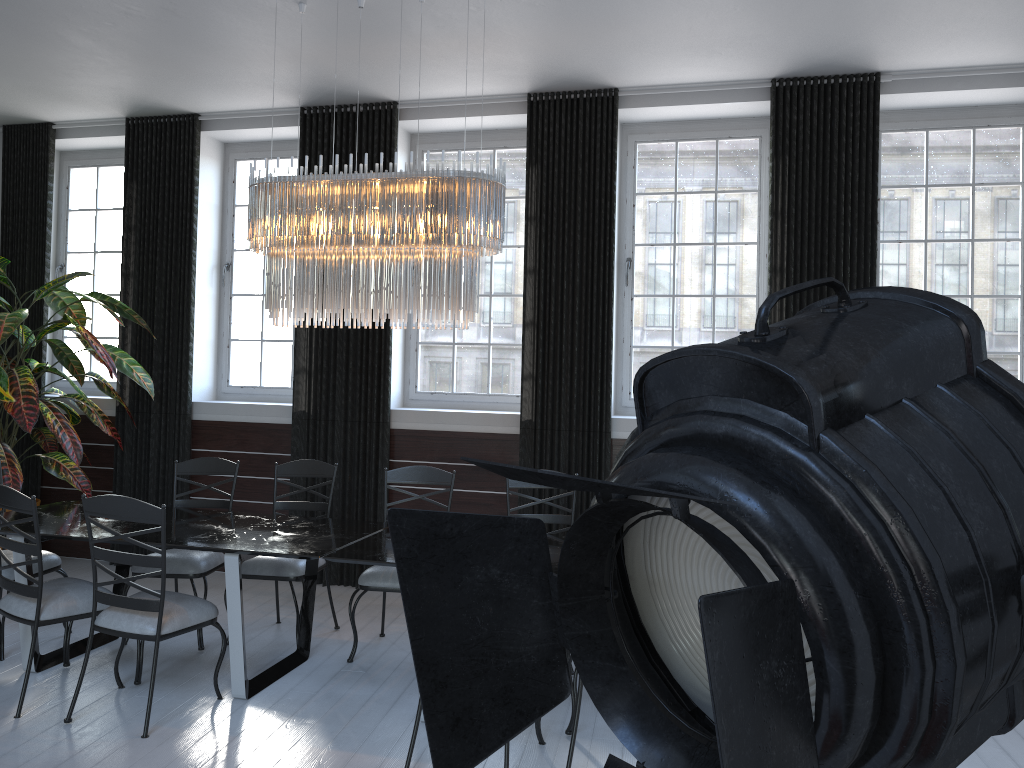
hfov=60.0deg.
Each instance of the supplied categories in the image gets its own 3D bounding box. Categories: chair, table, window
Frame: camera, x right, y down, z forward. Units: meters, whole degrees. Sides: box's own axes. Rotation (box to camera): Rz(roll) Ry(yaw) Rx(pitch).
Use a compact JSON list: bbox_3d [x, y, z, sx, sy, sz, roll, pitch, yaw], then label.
[{"bbox_3d":[-1.784,0.908,4.879,0.496,0.965,0.503,1,-1,11],"label":"chair"},{"bbox_3d":[0.267,1.097,3.895,1.996,0.697,0.890,2,0,14],"label":"table"},{"bbox_3d":[-1.238,0.921,4.887,0.496,0.965,0.503,1,-1,18],"label":"chair"},{"bbox_3d":[-2.684,0.889,4.672,0.503,0.965,0.496,1,-1,16],"label":"chair"},{"bbox_3d":[0.437,0.985,3.394,0.496,0.965,0.503,1,-1,9],"label":"chair"},{"bbox_3d":[2.700,-0.724,5.473,1.033,1.993,0.133,1,-1,15],"label":"window"},{"bbox_3d":[-1.560,0.929,3.813,0.496,0.965,0.503,1,-1,17],"label":"chair"},{"bbox_3d":[0.131,0.959,4.653,0.496,0.965,0.503,1,-1,13],"label":"chair"},{"bbox_3d":[-1.674,1.042,4.381,1.996,0.697,0.890,2,0,14],"label":"table"},{"bbox_3d":[-0.273,-0.810,6.284,1.033,1.993,0.133,1,-1,15],"label":"window"},{"bbox_3d":[-0.130,0.971,3.410,0.496,0.965,0.503,1,-1,14],"label":"chair"},{"bbox_3d":[-2.082,0.913,3.998,0.496,0.965,0.503,1,-1,33],"label":"chair"},{"bbox_3d":[-3.238,-0.896,7.096,1.033,1.993,0.133,1,-1,15],"label":"window"},{"bbox_3d":[1.211,-0.767,5.881,1.033,1.993,0.133,1,-1,15],"label":"window"},{"bbox_3d":[-1.755,-0.853,6.691,1.033,1.993,0.133,1,-1,15],"label":"window"},{"bbox_3d":[-0.556,0.936,4.702,0.490,0.956,0.503,1,-1,8],"label":"chair"}]

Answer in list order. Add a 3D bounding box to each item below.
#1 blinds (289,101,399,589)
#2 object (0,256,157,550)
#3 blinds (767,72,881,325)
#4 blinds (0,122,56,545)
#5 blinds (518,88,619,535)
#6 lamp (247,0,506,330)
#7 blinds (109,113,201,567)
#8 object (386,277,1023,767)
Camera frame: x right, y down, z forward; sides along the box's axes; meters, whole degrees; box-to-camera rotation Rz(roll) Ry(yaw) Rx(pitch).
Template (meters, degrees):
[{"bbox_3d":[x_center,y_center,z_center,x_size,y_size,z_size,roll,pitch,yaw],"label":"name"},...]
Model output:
[{"bbox_3d":[-1.175,-0.270,6.089,0.740,3.316,0.111,1,-2,15],"label":"blinds"},{"bbox_3d":[-3.389,0.201,5.897,1.808,2.245,1.739,1,-1,42],"label":"object"},{"bbox_3d":[1.836,-0.183,5.279,0.623,3.316,0.087,1,-2,15],"label":"blinds"},{"bbox_3d":[-3.770,-0.346,6.818,0.455,3.316,0.102,1,-2,15],"label":"blinds"},{"bbox_3d":[0.346,-0.226,5.673,0.605,3.316,0.111,1,-2,15],"label":"blinds"},{"bbox_3d":[-0.644,-1.078,4.188,1.273,1.627,0.440,1,-1,15],"label":"lamp"},{"bbox_3d":[-2.616,-0.312,6.486,0.624,3.316,0.098,1,-2,16],"label":"blinds"},{"bbox_3d":[0.187,0.706,0.632,0.544,1.579,0.611,2,-1,-37],"label":"object"}]
